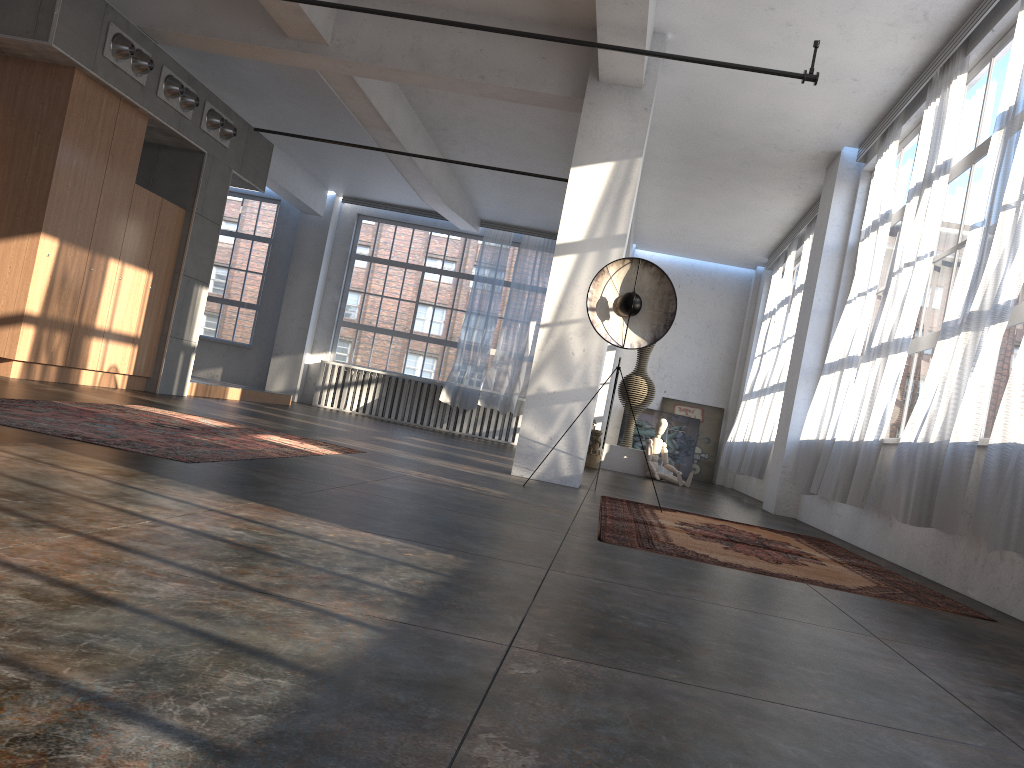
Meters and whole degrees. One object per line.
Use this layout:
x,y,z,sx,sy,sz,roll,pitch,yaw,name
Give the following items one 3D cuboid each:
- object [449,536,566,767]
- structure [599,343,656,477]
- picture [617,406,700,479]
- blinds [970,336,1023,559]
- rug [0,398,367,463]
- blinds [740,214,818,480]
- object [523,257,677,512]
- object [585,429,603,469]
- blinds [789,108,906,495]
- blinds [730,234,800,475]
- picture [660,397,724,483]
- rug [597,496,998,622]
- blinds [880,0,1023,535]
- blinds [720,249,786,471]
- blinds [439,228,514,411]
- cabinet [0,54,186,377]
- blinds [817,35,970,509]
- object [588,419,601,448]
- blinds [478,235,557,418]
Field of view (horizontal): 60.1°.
-10.490,-1.109,7.307,27.094,0.001,19.832,11,-2,6,object
1.866,0.189,13.319,0.674,2.325,0.753,11,-1,6,structure
2.640,1.038,16.101,1.428,1.141,0.305,11,-1,3,picture
2.667,-1.045,3.855,0.341,3.749,1.032,11,-1,5,blinds
-2.198,0.262,5.516,1.847,0.029,2.898,11,-2,6,rug
3.599,-0.553,11.659,0.359,3.673,1.036,11,-1,6,blinds
0.838,-0.046,7.095,1.051,1.919,1.185,11,-2,6,object
1.155,0.944,12.474,0.234,0.600,0.225,10,-2,34,object
3.221,-0.750,8.407,0.313,3.712,1.029,11,-1,6,blinds
3.763,-0.472,12.994,0.313,3.712,1.029,11,-1,6,blinds
3.196,1.018,16.162,1.143,1.386,0.254,11,-1,5,picture
1.443,0.977,5.530,1.808,0.009,3.143,11,-2,6,rug
2.818,-0.958,5.219,0.338,3.696,1.038,11,-1,4,blinds
3.890,-0.412,14.183,0.338,3.696,1.038,11,-1,4,blinds
-0.599,-1.249,16.151,0.689,3.558,0.880,11,-1,5,blinds
-7.787,-2.144,9.046,8.075,2.561,2.389,11,-2,5,cabinet
3.020,-0.844,6.912,0.359,3.673,1.036,11,-1,6,blinds
1.124,0.867,13.353,0.452,0.693,0.434,12,-2,-30,object
0.272,-1.125,15.942,1.053,3.500,1.004,11,-1,6,blinds
